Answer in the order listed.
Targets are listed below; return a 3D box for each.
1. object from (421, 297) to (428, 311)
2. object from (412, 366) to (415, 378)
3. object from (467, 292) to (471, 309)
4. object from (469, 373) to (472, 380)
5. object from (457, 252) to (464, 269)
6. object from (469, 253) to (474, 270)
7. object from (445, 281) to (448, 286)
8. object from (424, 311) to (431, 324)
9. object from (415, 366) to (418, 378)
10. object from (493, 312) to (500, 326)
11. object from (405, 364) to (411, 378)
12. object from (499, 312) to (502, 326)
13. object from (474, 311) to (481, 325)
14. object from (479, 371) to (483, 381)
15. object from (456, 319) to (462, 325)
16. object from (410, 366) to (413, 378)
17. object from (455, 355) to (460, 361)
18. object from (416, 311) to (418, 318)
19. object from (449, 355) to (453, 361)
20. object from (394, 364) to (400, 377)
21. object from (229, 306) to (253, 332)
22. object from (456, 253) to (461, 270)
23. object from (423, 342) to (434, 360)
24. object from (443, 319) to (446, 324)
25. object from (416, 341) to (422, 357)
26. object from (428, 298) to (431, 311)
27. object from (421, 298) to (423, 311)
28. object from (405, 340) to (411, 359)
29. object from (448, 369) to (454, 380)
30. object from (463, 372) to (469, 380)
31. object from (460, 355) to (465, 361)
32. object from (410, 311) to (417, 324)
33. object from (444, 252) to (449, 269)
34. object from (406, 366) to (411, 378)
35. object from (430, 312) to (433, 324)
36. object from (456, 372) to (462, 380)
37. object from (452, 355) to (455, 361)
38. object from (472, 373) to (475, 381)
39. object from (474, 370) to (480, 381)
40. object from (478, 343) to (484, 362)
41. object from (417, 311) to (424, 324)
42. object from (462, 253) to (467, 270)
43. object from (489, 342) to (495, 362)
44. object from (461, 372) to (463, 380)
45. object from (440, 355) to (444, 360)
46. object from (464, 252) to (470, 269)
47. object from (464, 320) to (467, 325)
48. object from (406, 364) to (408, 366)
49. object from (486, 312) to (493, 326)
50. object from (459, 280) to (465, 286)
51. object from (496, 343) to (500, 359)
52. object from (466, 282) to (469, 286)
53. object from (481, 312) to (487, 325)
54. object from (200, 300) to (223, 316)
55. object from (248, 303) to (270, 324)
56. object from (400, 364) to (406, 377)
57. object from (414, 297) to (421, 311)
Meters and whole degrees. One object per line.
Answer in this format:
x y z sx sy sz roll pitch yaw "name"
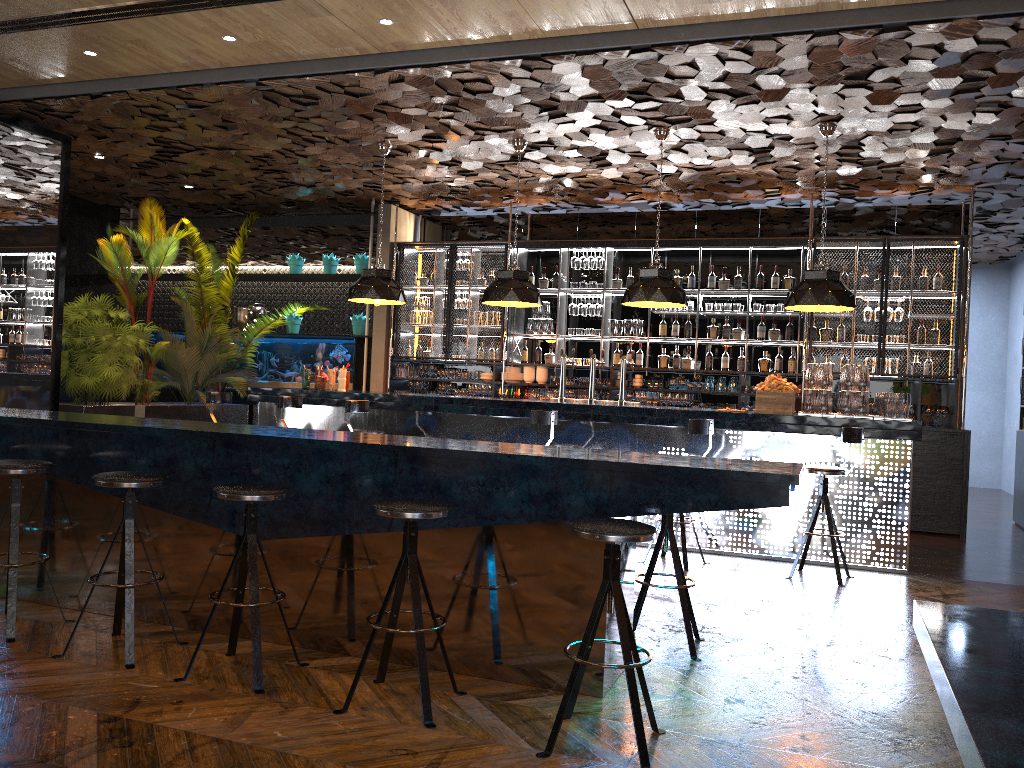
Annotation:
-1.140 -1.048 11.624 0.092 0.182 0.092 3 0 15 "object"
-1.290 -0.156 11.557 0.058 0.152 0.051 3 0 -19 "object"
-0.550 -1.081 11.482 0.081 0.213 0.081 3 0 25 "object"
-0.547 -0.094 11.343 0.078 0.099 0.078 3 0 -13 "object"
-0.660 -1.587 11.378 0.081 0.213 0.081 3 0 25 "object"
-0.526 -1.581 11.483 0.081 0.213 0.081 3 0 25 "object"
-0.835 -1.298 11.520 0.077 0.080 0.077 3 0 10 "object"
-1.105 -0.864 11.590 0.092 0.182 0.092 3 0 15 "object"
-1.267 -0.155 11.612 0.058 0.152 0.051 3 0 -44 "object"
-0.199 -0.823 11.228 0.092 0.182 0.092 3 0 15 "object"
-1.362 -0.171 11.653 0.067 0.174 0.067 3 0 -20 "object"
-0.158 -0.821 11.314 0.092 0.182 0.092 3 0 15 "object"
-0.446 -0.834 11.314 0.092 0.182 0.092 3 0 15 "object"
-0.407 -0.103 11.384 0.074 0.131 0.074 3 0 33 "object"
-0.680 -0.794 11.361 0.077 0.080 0.077 3 0 15 "object"
-1.315 -0.157 11.501 0.058 0.152 0.051 3 0 24 "object"
-0.704 -0.330 11.476 0.077 0.080 0.077 3 0 -15 "object"
-1.269 -0.872 11.768 0.092 0.182 0.092 3 0 15 "object"
-0.806 -0.335 11.422 0.077 0.080 0.077 3 0 5 "object"
-1.488 -0.177 11.508 0.067 0.174 0.067 3 0 28 "object"
-3.870 -0.921 12.687 0.232 0.398 0.378 3 0 -40 "object"
-0.693 -1.588 11.543 0.081 0.213 0.081 3 0 25 "object"
-1.087 -0.429 11.581 0.108 0.244 0.108 3 0 33 "object"
-0.861 -0.802 11.524 0.077 0.080 0.077 3 0 32 "object"
-1.218 -0.444 11.618 0.075 0.260 0.075 3 0 -36 "object"
-1.117 -1.047 11.700 0.092 0.182 0.092 3 0 15 "object"
-1.210 -1.051 11.745 0.092 0.182 0.092 3 0 15 "object"
-1.366 -0.450 11.701 0.075 0.261 0.075 3 0 -21 "object"
-0.771 -0.121 11.235 0.074 0.131 0.074 3 0 33 "object"
-0.579 -0.095 11.159 0.078 0.099 0.078 3 0 -13 "object"
-0.636 -0.327 11.393 0.077 0.080 0.077 3 0 8 "object"
-1.294 -0.873 11.668 0.092 0.182 0.092 3 0 15 "object"
-0.832 -1.595 11.440 0.081 0.213 0.081 3 0 25 "object"
-1.339 -0.159 11.447 0.051 0.152 0.058 3 0 25 "object"
-1.084 -0.863 11.685 0.092 0.182 0.092 3 0 15 "object"
-0.670 -0.101 11.200 0.078 0.103 0.078 3 0 -27 "object"
-0.786 -0.333 11.585 0.077 0.080 0.077 3 0 -31 "object"
-0.515 -0.092 11.421 0.078 0.099 0.078 3 0 -13 "object"
-0.439 -0.105 11.208 0.074 0.131 0.074 3 0 33 "object"
-0.393 -0.406 11.351 0.075 0.261 0.075 3 0 -21 "object"
-1.196 -0.869 11.634 0.092 0.182 0.092 3 0 15 "object"
-0.611 -1.585 11.514 0.081 0.213 0.081 3 0 25 "object"
-0.256 -0.400 11.325 0.075 0.260 0.075 3 0 -21 "object"
-0.663 -0.101 11.287 0.078 0.103 0.078 3 0 -27 "object"
-0.900 -0.339 11.468 0.077 0.080 0.077 3 0 -31 "object"
-0.575 -1.583 11.348 0.081 0.213 0.081 3 0 25 "object"
-0.588 -0.790 11.496 0.077 0.080 0.077 3 0 15 "object"
-1.390 -0.172 11.567 0.067 0.174 0.067 3 0 -45 "object"
-0.281 -0.827 11.280 0.092 0.182 0.092 3 0 15 "object"
-0.640 -1.289 11.381 0.077 0.080 0.077 3 0 -35 "object"
-0.166 -0.396 11.270 0.075 0.260 0.075 3 0 -21 "object"
-0.560 -1.285 11.523 0.077 0.080 0.077 3 0 -35 "object"
-0.360 -0.830 11.390 0.092 0.182 0.092 3 0 15 "object"
-4.320 -0.975 12.848 0.250 0.472 0.458 3 0 -43 "object"
-3.563 -0.986 12.481 0.290 0.292 0.278 3 0 -33 "object"
-1.409 -0.173 11.492 0.067 0.174 0.067 3 0 -31 "object"
-1.239 -1.053 11.651 0.092 0.182 0.092 3 0 15 "object"
